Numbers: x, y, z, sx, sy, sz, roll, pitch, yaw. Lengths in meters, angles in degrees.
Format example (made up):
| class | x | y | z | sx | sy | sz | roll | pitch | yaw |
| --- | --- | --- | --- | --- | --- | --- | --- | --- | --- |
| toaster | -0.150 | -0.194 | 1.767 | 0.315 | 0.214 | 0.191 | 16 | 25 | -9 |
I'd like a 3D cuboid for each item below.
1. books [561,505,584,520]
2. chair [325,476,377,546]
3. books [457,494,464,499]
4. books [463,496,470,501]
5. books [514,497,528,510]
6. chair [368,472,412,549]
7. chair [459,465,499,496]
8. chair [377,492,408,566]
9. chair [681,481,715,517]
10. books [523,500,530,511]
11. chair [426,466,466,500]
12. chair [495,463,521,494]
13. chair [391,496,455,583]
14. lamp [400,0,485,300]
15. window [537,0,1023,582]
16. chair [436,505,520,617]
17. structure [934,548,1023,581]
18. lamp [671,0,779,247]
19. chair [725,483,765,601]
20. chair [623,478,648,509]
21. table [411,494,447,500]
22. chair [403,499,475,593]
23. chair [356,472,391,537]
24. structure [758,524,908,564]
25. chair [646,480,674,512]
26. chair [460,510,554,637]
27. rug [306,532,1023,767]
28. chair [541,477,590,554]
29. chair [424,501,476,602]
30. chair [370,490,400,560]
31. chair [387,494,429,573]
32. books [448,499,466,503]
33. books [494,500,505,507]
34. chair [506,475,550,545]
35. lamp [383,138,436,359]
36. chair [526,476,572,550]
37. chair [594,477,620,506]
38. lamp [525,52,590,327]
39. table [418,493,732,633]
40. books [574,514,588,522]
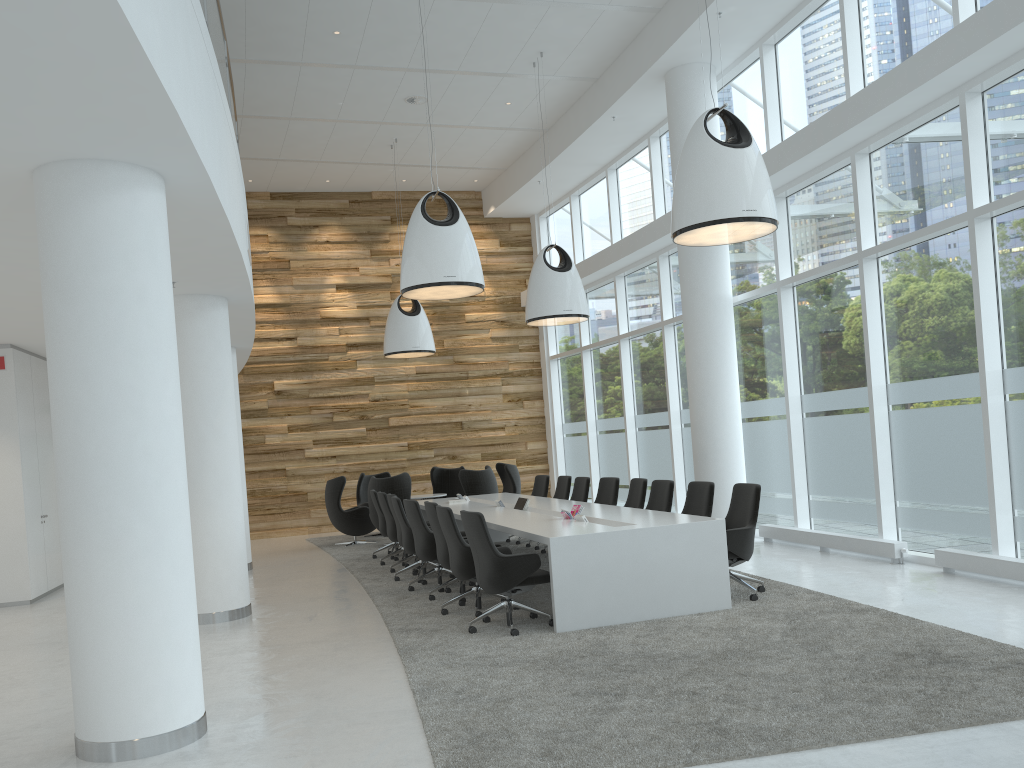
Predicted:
| class | x | y | z | sx | sy | sz | roll | pitch | yaw |
| --- | --- | --- | --- | --- | --- | --- | --- | --- | --- |
| books | 0.585 | 1.305 | 8.438 | 0.231 | 0.275 | 0.597 | -4 | -3 | 4 |
| chair | -2.608 | 2.078 | 14.679 | 0.915 | 1.152 | 0.916 | -4 | -2 | -26 |
| books | -0.693 | 1.679 | 12.625 | 0.152 | 0.241 | 0.183 | -4 | -1 | -16 |
| books | -0.593 | 1.657 | 12.302 | 0.139 | 0.223 | 0.162 | -4 | -1 | -16 |
| books | 0.083 | 1.442 | 10.296 | 0.139 | 0.229 | 0.357 | -4 | -3 | -16 |
| chair | -1.788 | 1.963 | 13.888 | 0.914 | 1.152 | 0.918 | -4 | -1 | 4 |
| chair | -0.647 | 1.898 | 14.192 | 0.920 | 1.152 | 0.912 | -5 | -2 | 34 |
| chair | -1.433 | 1.882 | 11.681 | 0.673 | 0.966 | 0.687 | -4 | -1 | -17 |
| chair | 1.633 | 1.439 | 8.510 | 0.673 | 0.966 | 0.687 | -4 | -1 | -17 |
| books | 0.094 | 1.461 | 10.319 | 0.158 | 0.241 | 0.353 | -4 | -3 | -16 |
| chair | -1.207 | 2.070 | 16.144 | 0.914 | 1.152 | 0.918 | -4 | -1 | 4 |
| chair | -0.297 | 1.951 | 15.380 | 0.915 | 1.152 | 0.916 | -4 | -2 | -26 |
| chair | -1.043 | 1.750 | 10.149 | 0.673 | 0.966 | 0.687 | -4 | -1 | -12 |
| lamp | -0.853 | -2.761 | 9.201 | 0.886 | 3.646 | 0.882 | -4 | 0 | 29 |
| window | -17.645 | 0.372 | 9.675 | 63.029 | 6.138 | 30.804 | -6 | -4 | 24 |
| chair | -0.336 | 1.548 | 7.923 | 0.673 | 0.966 | 0.687 | -4 | -1 | -17 |
| structure | 4.246 | 1.520 | 6.881 | 0.150 | 0.213 | 2.696 | -4 | -4 | -12 |
| lamp | 1.643 | -3.067 | 7.421 | 0.886 | 3.646 | 0.882 | -4 | 0 | 30 |
| chair | 1.857 | 1.370 | 7.727 | 0.673 | 0.966 | 0.687 | -4 | -1 | -12 |
| chair | 1.243 | 1.571 | 10.042 | 0.673 | 0.966 | 0.687 | -4 | -1 | -12 |
| table | -1.476 | 2.237 | 14.995 | 0.800 | 0.696 | 0.800 | -5 | -2 | 8 |
| chair | -0.805 | 1.682 | 9.401 | 0.673 | 0.966 | 0.687 | -4 | -1 | -22 |
| chair | -2.323 | 2.132 | 15.816 | 0.920 | 1.152 | 0.912 | -5 | -2 | 34 |
| structure | 3.539 | 1.780 | 9.978 | 0.150 | 0.213 | 2.696 | -4 | -4 | -15 |
| chair | 1.395 | 1.510 | 9.293 | 0.673 | 0.966 | 0.687 | -4 | -1 | -17 |
| chair | -0.061 | 1.472 | 7.091 | 0.673 | 0.966 | 0.687 | -4 | -1 | -22 |
| rug | -0.092 | 2.184 | 10.387 | 3.934 | 0.010 | 13.485 | -3 | -4 | -16 |
| chair | 0.720 | 1.706 | 11.474 | 0.673 | 0.966 | 0.687 | -4 | -1 | -17 |
| chair | -0.520 | 1.615 | 8.717 | 0.673 | 0.966 | 0.687 | -4 | -1 | -17 |
| chair | -1.656 | 1.951 | 12.463 | 0.673 | 0.966 | 0.687 | -4 | -1 | -12 |
| chair | -1.195 | 1.811 | 10.897 | 0.673 | 0.966 | 0.687 | -4 | -1 | -17 |
| books | -0.742 | 1.584 | 11.977 | 0.224 | 0.026 | 0.264 | -4 | -4 | -7 |
| books | -0.107 | 1.499 | 10.612 | 0.153 | 0.238 | 0.191 | -4 | -1 | -16 |
| chair | 0.261 | 1.849 | 13.100 | 0.673 | 0.966 | 0.687 | -4 | -1 | -22 |
| lamp | -1.861 | -2.300 | 14.973 | 0.885 | 3.646 | 0.882 | -4 | 0 | 22 |
| chair | 0.537 | 1.773 | 12.268 | 0.673 | 0.966 | 0.687 | -4 | -1 | -17 |
| chair | 1.005 | 1.639 | 10.790 | 0.673 | 0.966 | 0.687 | -4 | -1 | -22 |
| lamp | 0.485 | -2.667 | 12.109 | 0.886 | 3.646 | 0.882 | -4 | 0 | 27 |
| table | 0.122 | 1.778 | 10.103 | 1.498 | 0.738 | 6.575 | -3 | -4 | -16 |
| books | 0.663 | 1.276 | 7.945 | 0.143 | 0.226 | 0.204 | -4 | -2 | -17 |
